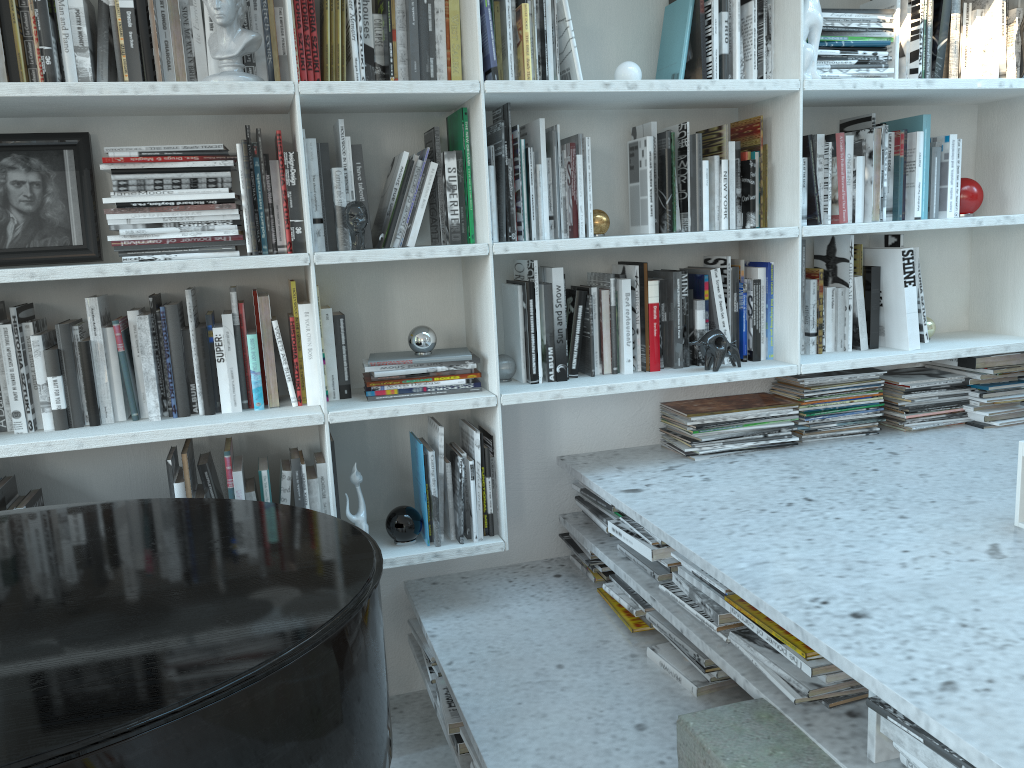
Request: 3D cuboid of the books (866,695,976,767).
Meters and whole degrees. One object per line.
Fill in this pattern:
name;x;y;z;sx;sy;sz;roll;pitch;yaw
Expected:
books;0.652;0.474;1.211;0.192;0.014;0.256;-6;10;-19

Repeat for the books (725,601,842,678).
books;0.545;0.451;1.636;0.179;0.017;0.292;-5;10;-14

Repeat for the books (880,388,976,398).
books;1.304;0.005;2.780;0.367;0.007;0.205;-6;10;-16

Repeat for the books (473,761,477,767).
books;0.030;0.797;1.776;0.172;0.014;0.220;-5;10;-14

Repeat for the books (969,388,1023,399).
books;1.450;0.012;2.780;0.165;0.014;0.235;-6;10;-15

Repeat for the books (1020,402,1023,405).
books;1.684;0.036;2.890;0.359;0.009;0.200;-5;10;-12

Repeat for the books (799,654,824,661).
books;0.547;0.436;1.634;0.161;0.012;0.253;-5;10;-11

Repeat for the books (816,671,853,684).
books;0.567;0.483;1.648;0.138;0.017;0.237;-6;10;-16

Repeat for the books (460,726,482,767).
books;0.020;0.745;1.765;0.180;0.015;0.293;-6;10;-17

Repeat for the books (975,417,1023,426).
books;1.461;0.094;2.797;0.131;0.008;0.291;-6;10;-19

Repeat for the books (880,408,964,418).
books;1.309;0.065;2.785;0.367;0.007;0.205;-6;10;-18

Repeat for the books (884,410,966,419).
books;1.308;0.072;2.792;0.327;0.008;0.207;-6;10;-16

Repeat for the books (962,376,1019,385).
books;1.436;-0.028;2.769;0.173;0.019;0.196;-5;10;-10

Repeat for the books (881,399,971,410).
books;1.306;0.042;2.787;0.367;0.007;0.205;-5;10;-14

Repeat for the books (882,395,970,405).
books;1.307;0.028;2.778;0.367;0.007;0.205;-5;10;-12

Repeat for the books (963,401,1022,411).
books;1.442;0.053;2.784;0.183;0.012;0.205;-6;10;-16

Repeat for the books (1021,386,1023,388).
books;1.683;-0.017;2.881;0.354;0.009;0.197;-5;10;-12

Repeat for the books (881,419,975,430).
books;1.312;0.103;2.790;0.327;0.008;0.207;-6;10;-19

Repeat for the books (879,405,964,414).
books;1.308;0.057;2.787;0.327;0.008;0.207;-5;10;-13

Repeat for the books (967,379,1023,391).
books;1.445;-0.014;2.774;0.169;0.010;0.282;-6;10;-16

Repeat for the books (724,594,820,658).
books;0.540;0.426;1.630;0.186;0.009;0.260;-6;10;-16

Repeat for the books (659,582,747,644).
books;0.467;0.479;1.921;0.183;0.012;0.296;-6;10;-16

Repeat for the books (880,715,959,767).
books;0.666;0.511;1.221;0.174;0.029;0.249;-6;10;-17

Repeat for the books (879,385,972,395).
books;1.307;-0.001;2.768;0.327;0.008;0.207;-5;10;-10

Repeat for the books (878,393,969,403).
books;1.307;0.021;2.777;0.327;0.008;0.207;-6;10;-18

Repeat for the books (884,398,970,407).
books;1.306;0.035;2.785;0.327;0.008;0.207;-5;10;-14

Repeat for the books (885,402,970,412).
books;1.308;0.050;2.785;0.327;0.008;0.207;-6;10;-17

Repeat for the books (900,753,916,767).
books;0.674;0.551;1.231;0.167;0.024;0.192;-5;10;-14

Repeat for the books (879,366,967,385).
books;1.303;-0.033;2.770;0.367;0.007;0.205;-5;10;-13

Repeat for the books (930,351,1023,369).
books;1.424;-0.089;2.755;0.204;0.036;0.266;-5;10;-14

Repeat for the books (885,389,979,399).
books;1.306;0.013;2.779;0.327;0.008;0.207;-5;10;-13

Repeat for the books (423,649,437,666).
books;-0.145;0.677;2.338;0.187;0.009;0.210;-6;10;-16

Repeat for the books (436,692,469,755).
books;-0.060;0.771;2.070;0.189;0.030;0.237;-6;10;-15

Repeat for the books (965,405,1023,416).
books;1.442;0.063;2.786;0.168;0.008;0.281;-6;10;-19

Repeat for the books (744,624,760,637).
books;0.555;0.467;1.641;0.159;0.018;0.202;-6;10;-17

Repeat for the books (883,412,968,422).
books;1.308;0.079;2.796;0.327;0.008;0.207;-6;10;-15

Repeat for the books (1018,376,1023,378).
books;1.680;-0.051;2.878;0.354;0.009;0.197;-6;10;-17

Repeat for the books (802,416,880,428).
books;0.955;0.099;2.686;0.254;0.007;0.160;-6;10;-19

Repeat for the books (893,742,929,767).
books;0.662;0.533;1.224;0.177;0.015;0.187;-5;10;-10

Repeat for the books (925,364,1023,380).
books;1.441;-0.045;2.768;0.164;0.015;0.242;-5;10;-12

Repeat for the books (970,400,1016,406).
books;1.454;0.039;2.786;0.149;0.013;0.209;-5;10;-12

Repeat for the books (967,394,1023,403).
books;1.447;0.023;2.781;0.158;0.008;0.292;-5;10;-12

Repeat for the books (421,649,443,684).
books;-0.144;0.712;2.345;0.179;0.012;0.261;-5;10;-12

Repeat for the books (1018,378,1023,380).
books;1.682;-0.042;2.876;0.354;0.009;0.197;-6;10;-18

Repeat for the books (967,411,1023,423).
books;1.454;0.078;2.792;0.160;0.025;0.243;-6;10;-16

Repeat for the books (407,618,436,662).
books;-0.154;0.654;2.332;0.191;0.013;0.243;-6;10;-19

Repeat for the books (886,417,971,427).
books;1.311;0.095;2.791;0.327;0.008;0.207;-5;10;-12

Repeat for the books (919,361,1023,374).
books;1.440;-0.063;2.764;0.159;0.012;0.284;-6;10;-19

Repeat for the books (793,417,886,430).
books;0.956;0.106;2.685;0.285;0.007;0.159;-5;10;-10

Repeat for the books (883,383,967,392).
books;1.304;-0.010;2.774;0.327;0.008;0.207;-5;10;-13

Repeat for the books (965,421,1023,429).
books;1.451;0.105;2.796;0.158;0.012;0.278;-5;10;-12

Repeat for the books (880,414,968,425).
books;1.309;0.087;2.796;0.367;0.007;0.205;-5;10;-14

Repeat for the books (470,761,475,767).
books;0.024;0.818;1.778;0.177;0.026;0.229;-5;10;-12

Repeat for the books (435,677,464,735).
books;-0.070;0.731;2.061;0.191;0.028;0.212;-5;10;-11

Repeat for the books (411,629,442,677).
books;-0.147;0.688;2.340;0.177;0.012;0.278;-6;10;-19

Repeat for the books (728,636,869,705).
books;0.541;0.513;1.645;0.182;0.011;0.253;-5;10;-11

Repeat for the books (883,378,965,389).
books;1.306;-0.024;2.763;0.367;0.007;0.205;-7;10;-20

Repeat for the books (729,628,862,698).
books;0.547;0.500;1.645;0.177;0.014;0.247;-6;10;-17
